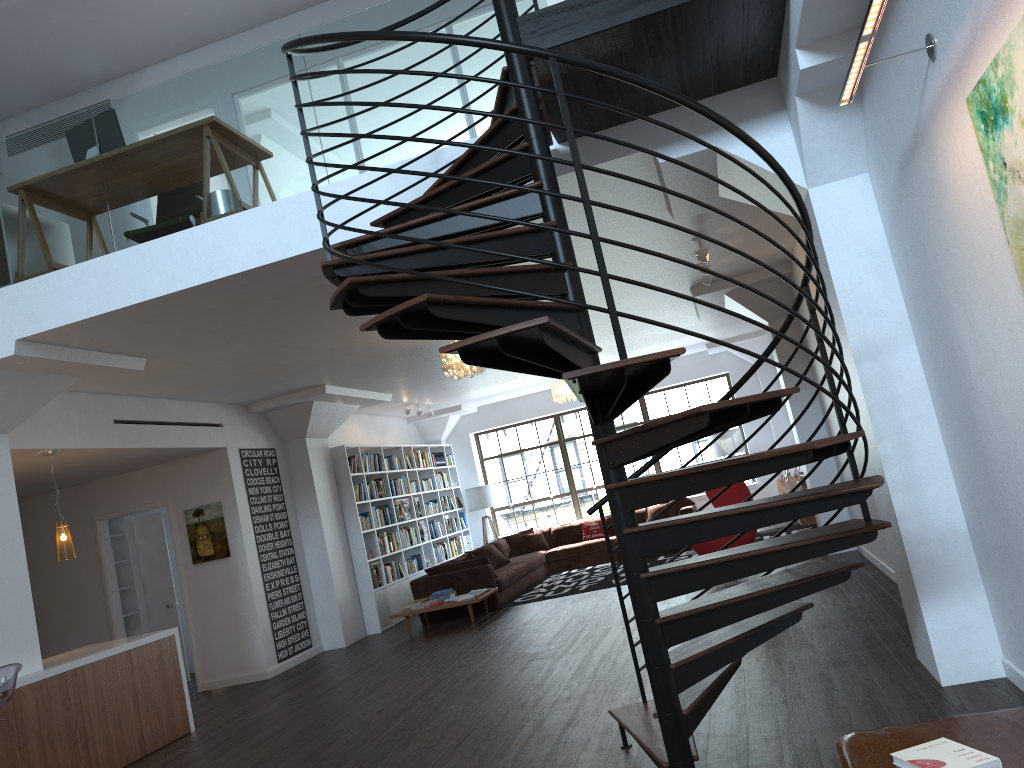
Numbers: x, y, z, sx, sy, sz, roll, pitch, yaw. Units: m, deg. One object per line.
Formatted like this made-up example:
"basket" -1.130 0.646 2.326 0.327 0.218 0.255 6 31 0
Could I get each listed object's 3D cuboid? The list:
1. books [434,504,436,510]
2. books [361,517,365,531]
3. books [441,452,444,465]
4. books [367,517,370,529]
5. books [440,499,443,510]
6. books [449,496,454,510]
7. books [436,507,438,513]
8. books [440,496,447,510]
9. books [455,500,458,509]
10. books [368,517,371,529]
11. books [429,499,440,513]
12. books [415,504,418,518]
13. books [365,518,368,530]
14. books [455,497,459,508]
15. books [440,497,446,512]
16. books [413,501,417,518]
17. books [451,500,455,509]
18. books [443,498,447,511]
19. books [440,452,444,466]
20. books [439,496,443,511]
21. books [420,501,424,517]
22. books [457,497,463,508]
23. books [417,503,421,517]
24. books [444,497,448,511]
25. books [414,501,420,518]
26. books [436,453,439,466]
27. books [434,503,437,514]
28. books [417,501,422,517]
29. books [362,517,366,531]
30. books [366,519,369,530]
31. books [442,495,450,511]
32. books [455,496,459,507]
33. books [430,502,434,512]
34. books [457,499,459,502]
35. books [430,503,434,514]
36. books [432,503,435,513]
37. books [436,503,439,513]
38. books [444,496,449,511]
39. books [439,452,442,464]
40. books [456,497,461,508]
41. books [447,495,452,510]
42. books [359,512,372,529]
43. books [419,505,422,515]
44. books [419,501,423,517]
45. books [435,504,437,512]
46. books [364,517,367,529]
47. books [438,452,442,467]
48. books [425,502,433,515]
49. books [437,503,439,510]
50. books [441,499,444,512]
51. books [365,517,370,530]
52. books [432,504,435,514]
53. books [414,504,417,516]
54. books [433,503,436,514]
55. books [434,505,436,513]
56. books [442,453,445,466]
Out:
"books" -1.295 2.014 14.276 0.128 0.178 0.022 -14 -7 13
"books" -1.982 1.825 11.482 0.128 0.178 0.022 -14 -7 13
"books" -1.271 1.310 15.208 0.183 0.253 0.042 -14 -7 13
"books" -1.927 1.841 11.648 0.106 0.162 0.032 -14 -7 13
"books" -1.238 2.004 14.601 0.160 0.251 0.031 -14 -7 13
"books" -1.109 2.045 15.099 0.174 0.236 0.142 -14 -7 12
"books" -1.266 2.027 14.325 0.110 0.153 0.018 -14 -7 13
"books" -1.193 2.015 14.782 0.183 0.253 0.042 -14 -7 13
"books" -1.048 2.054 15.346 0.159 0.248 0.089 -14 -7 13
"books" -1.922 1.840 11.672 0.107 0.167 0.017 -14 -7 13
"books" -1.260 1.998 14.434 0.140 0.231 0.042 -14 -7 13
"books" -1.516 1.937 13.430 0.161 0.223 0.030 -14 -7 13
"books" -1.945 1.842 11.586 0.110 0.153 0.019 -14 -7 13
"books" -1.030 2.067 15.372 0.161 0.222 0.084 -14 -7 13
"books" -1.209 2.012 14.670 0.174 0.240 0.054 -14 -7 13
"books" -1.556 1.907 13.373 0.198 0.284 0.046 -14 -7 13
"books" -1.085 2.060 15.151 0.161 0.207 0.135 -14 -7 12
"books" -1.185 2.024 14.742 0.161 0.223 0.032 -14 -7 13
"books" -1.282 1.307 15.166 0.183 0.253 0.042 -14 -7 13
"books" -1.259 1.987 14.566 0.198 0.284 0.049 -14 -7 13
"books" -1.467 1.942 13.677 0.160 0.251 0.036 -14 -7 13
"books" -0.985 2.084 15.556 0.182 0.215 0.188 -14 -7 13
"books" -1.484 1.943 13.537 0.161 0.223 0.030 -14 -7 13
"books" -1.171 2.022 14.852 0.171 0.246 0.039 -14 -7 13
"books" -1.509 1.925 13.471 0.174 0.251 0.051 -14 -7 13
"books" -1.338 1.294 14.956 0.183 0.253 0.042 -14 -7 13
"books" -1.281 2.016 14.292 0.109 0.171 0.018 -14 -7 13
"books" -1.493 1.936 13.575 0.183 0.253 0.039 -14 -7 13
"books" -1.978 1.826 11.503 0.128 0.178 0.021 -14 -7 13
"books" -1.942 1.844 11.604 0.110 0.153 0.018 -14 -7 13
"books" -1.159 2.022 14.931 0.180 0.259 0.042 -14 -7 13
"books" -1.024 2.071 15.405 0.161 0.218 0.101 -14 -7 13
"books" -1.325 1.996 14.153 0.136 0.196 0.045 -14 -7 13
"books" -1.021 2.081 15.509 0.182 0.226 0.173 -14 -7 13
"books" -1.332 1.996 14.112 0.139 0.191 0.036 -14 -7 13
"books" -1.305 2.008 14.203 0.128 0.178 0.022 -14 -7 13
"books" -1.251 2.024 14.369 0.106 0.162 0.032 -14 -7 13
"books" -1.165 2.023 14.891 0.160 0.251 0.039 -14 -7 13
"books" -1.298 1.306 15.125 0.183 0.253 0.042 -14 -7 13
"books" -1.015 2.083 15.469 0.167 0.210 0.162 -14 -7 13
"books" -1.132 2.029 15.013 0.183 0.253 0.042 -14 -7 13
"books" -1.936 1.815 11.713 0.140 0.231 0.042 -14 -7 13
"books" -1.480 1.950 13.606 0.161 0.223 0.031 -14 -7 13
"books" -1.472 1.941 13.640 0.171 0.246 0.036 -14 -7 13
"books" -1.269 2.025 14.307 0.110 0.153 0.019 -14 -7 13
"books" -1.957 1.833 11.571 0.109 0.171 0.018 -14 -7 13
"books" -1.303 1.301 15.081 0.183 0.253 0.042 -14 -7 13
"books" -1.348 1.987 14.075 0.140 0.206 0.042 -14 -7 13
"books" -1.246 2.023 14.393 0.107 0.167 0.017 -14 -7 13
"books" -1.219 2.017 14.627 0.161 0.223 0.032 -14 -7 13
"books" -1.940 1.839 11.624 0.120 0.167 0.020 -14 -7 13
"books" -1.319 1.997 14.186 0.127 0.200 0.020 -14 -7 13
"books" -1.535 1.924 13.406 0.160 0.251 0.029 -14 -7 13
"books" -1.302 2.009 14.224 0.128 0.178 0.021 -14 -7 13
"books" -1.303 2.010 14.251 0.134 0.184 0.030 -14 -7 13
"books" -1.263 1.313 15.251 0.183 0.253 0.042 -14 -7 13
